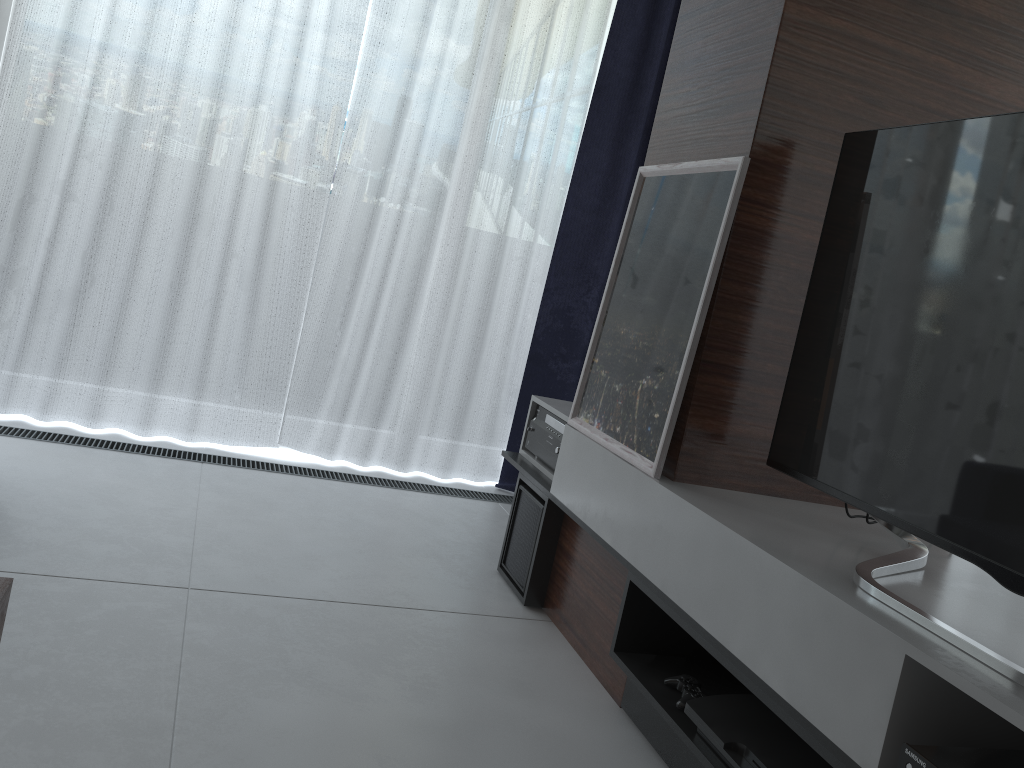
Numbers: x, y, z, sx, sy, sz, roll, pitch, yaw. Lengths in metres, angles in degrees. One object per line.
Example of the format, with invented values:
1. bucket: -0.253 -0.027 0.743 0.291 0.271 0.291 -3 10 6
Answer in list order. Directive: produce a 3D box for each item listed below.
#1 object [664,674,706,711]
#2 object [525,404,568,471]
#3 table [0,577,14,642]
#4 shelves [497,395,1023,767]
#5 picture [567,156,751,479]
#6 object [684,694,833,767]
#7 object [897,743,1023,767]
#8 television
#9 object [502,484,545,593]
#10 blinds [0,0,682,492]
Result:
1. object: 0.342 0.594 1.709 0.070 0.036 0.113 12 7 -6
2. object: 0.268 0.197 2.618 0.367 0.149 0.374 11 7 -19
3. table: -0.925 0.415 0.630 0.801 0.351 0.810 11 7 -19
4. shelves: 0.717 0.561 1.775 0.868 0.496 2.377 11 7 -19
5. picture: 0.322 -0.184 2.088 0.053 0.697 0.505 12 4 -20
6. object: 0.502 0.640 1.494 0.312 0.067 0.318 10 7 -19
7. object: 0.717 0.554 0.988 0.334 0.053 0.435 10 7 -19
8. television: 0.808 -0.012 1.250 0.296 0.782 1.245 12 6 -19
9. object: 0.143 0.451 2.506 0.253 0.250 0.215 11 4 -19
10. blinds: -0.922 -0.787 0.342 7.102 2.760 5.863 11 6 -15
